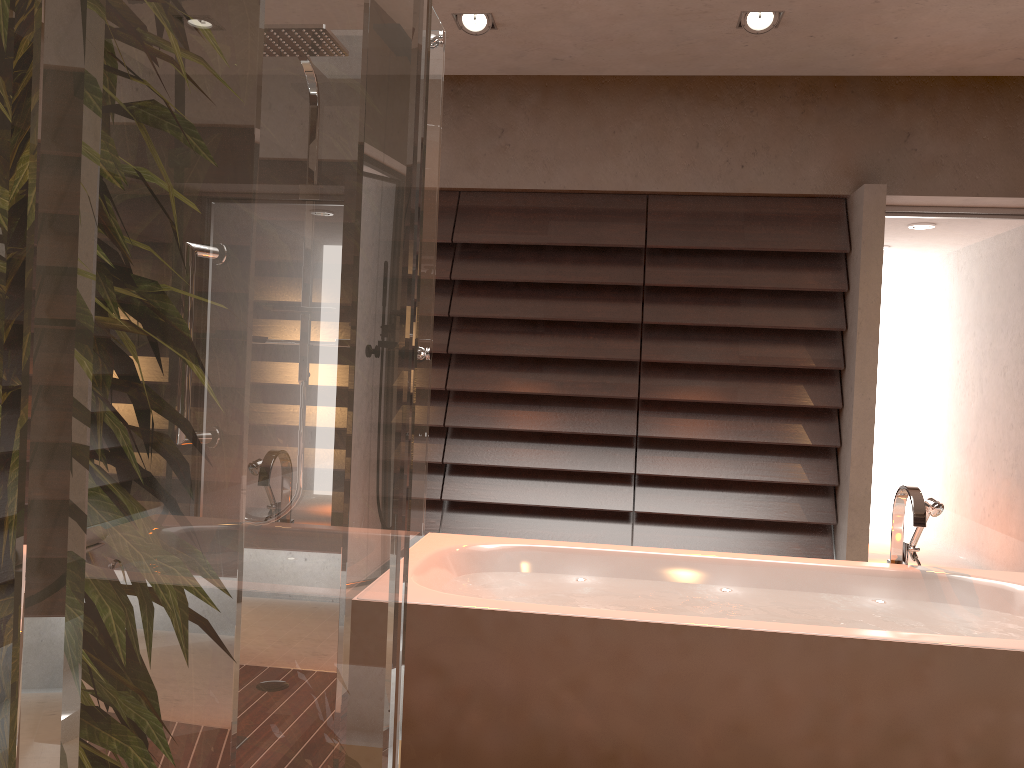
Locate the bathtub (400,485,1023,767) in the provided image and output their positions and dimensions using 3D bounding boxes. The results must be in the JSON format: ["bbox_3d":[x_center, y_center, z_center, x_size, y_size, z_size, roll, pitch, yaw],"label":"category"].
[{"bbox_3d":[0.652,0.676,2.503,2.000,0.761,0.994,3,1,7],"label":"bathtub"}]

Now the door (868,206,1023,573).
[{"bbox_3d":[2.259,0.093,4.599,1.007,2.000,0.090,3,1,7],"label":"door"}]

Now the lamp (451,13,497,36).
[{"bbox_3d":[-0.153,-1.514,3.668,0.165,0.110,0.170,3,1,7],"label":"lamp"}]

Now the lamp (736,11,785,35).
[{"bbox_3d":[0.985,-1.462,3.525,0.165,0.110,0.170,3,1,7],"label":"lamp"}]
